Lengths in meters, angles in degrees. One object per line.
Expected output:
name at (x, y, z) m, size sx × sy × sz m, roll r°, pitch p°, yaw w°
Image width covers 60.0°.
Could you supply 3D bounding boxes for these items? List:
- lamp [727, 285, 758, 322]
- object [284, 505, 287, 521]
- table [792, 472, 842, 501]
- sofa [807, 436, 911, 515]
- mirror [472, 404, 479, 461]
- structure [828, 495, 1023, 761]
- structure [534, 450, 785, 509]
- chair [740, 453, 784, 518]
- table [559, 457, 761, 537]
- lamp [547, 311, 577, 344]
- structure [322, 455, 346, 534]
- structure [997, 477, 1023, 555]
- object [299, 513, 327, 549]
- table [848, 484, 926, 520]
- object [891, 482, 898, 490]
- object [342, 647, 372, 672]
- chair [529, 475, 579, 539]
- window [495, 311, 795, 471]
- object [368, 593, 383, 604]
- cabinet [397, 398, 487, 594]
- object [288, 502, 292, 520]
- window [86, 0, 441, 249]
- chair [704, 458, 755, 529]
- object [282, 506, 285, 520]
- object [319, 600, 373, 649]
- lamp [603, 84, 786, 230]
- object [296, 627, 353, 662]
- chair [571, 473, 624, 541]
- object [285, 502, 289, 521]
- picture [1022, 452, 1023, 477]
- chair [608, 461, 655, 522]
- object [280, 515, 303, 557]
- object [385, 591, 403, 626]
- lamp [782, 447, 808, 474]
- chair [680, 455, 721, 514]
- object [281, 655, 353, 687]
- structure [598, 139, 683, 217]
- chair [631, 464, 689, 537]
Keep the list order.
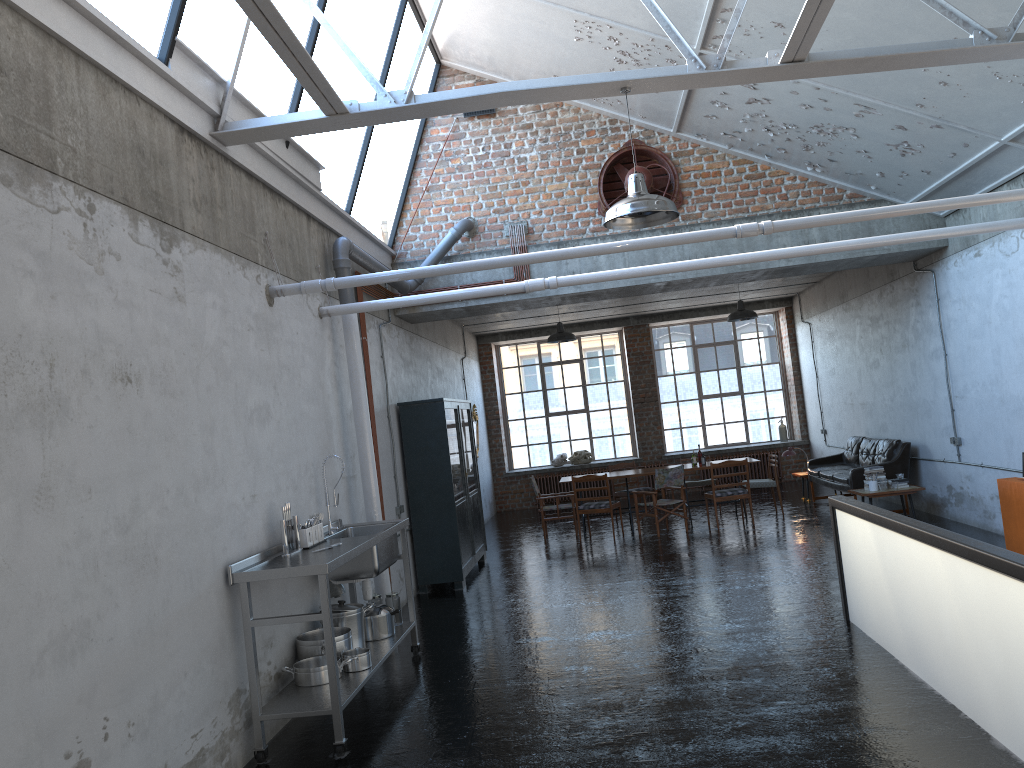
lamp at (3.688, -1.485, 14.394) m, size 0.502 × 0.891 × 0.502 m, roll -7°, pitch -3°, yaw 9°
object at (-1.599, 0.914, 6.260) m, size 0.019 × 0.114 × 0.027 m, roll -7°, pitch -3°, yaw 0°
table at (5.359, 1.751, 15.369) m, size 0.811 × 0.458 × 0.649 m, roll -7°, pitch -3°, yaw 5°
sofa at (5.293, 1.377, 13.653) m, size 0.929 × 1.045 × 2.610 m, roll -7°, pitch -3°, yaw 5°
mirror at (-0.699, 0.969, 16.650) m, size 0.172 × 1.182 × 1.339 m, roll -7°, pitch -3°, yaw 5°
structure at (2.483, 1.436, 4.564) m, size 0.119 × 1.221 × 5.500 m, roll -7°, pitch -3°, yaw 5°
structure at (3.104, 2.049, 18.997) m, size 5.349 × 0.713 × 0.232 m, roll -7°, pitch -3°, yaw 5°
chair at (3.974, 1.618, 14.103) m, size 0.577 × 0.971 × 0.589 m, roll -7°, pitch -3°, yaw 5°
table at (2.382, 1.831, 14.271) m, size 3.112 × 0.917 × 1.067 m, roll -7°, pitch -3°, yaw 5°
lamp at (0.772, -1.143, 14.653) m, size 0.502 × 0.891 × 0.502 m, roll -7°, pitch -3°, yaw 9°
structure at (-1.459, 0.907, 7.369) m, size 0.210 × 0.661 × 0.039 m, roll -7°, pitch -3°, yaw 5°
structure at (4.504, 1.255, 5.668) m, size 1.272 × 1.221 × 2.942 m, roll -7°, pitch -3°, yaw 5°
object at (-1.536, 1.103, 6.689) m, size 0.166 × 0.234 × 0.454 m, roll -7°, pitch -3°, yaw 7°
table at (5.036, 1.635, 11.891) m, size 0.811 × 0.458 × 0.649 m, roll -7°, pitch -3°, yaw 5°
object at (5.059, 1.348, 11.708) m, size 0.092 × 0.099 × 0.092 m, roll -6°, pitch -3°, yaw -17°
object at (-1.108, 1.968, 6.324) m, size 0.202 × 0.115 × 0.253 m, roll -8°, pitch -3°, yaw 32°
chair at (0.706, 1.971, 14.384) m, size 0.713 × 1.031 × 0.574 m, roll -7°, pitch -3°, yaw 5°
window at (7.347, 1.322, 19.797) m, size 19.864 × 12.900 × 0.747 m, roll -7°, pitch -3°, yaw 5°
object at (-1.172, 1.951, 7.658) m, size 0.130 × 0.285 × 0.130 m, roll -6°, pitch -3°, yaw -9°
cabinet at (-0.862, 1.374, 11.769) m, size 0.572 × 2.297 × 2.386 m, roll -7°, pitch -3°, yaw 5°
object at (-1.592, 0.908, 6.342) m, size 0.022 × 0.132 × 0.033 m, roll -7°, pitch -3°, yaw 1°
window at (-1.628, -3.045, 7.380) m, size 0.994 × 2.404 × 8.048 m, roll -7°, pitch -3°, yaw 5°
chair at (3.243, 1.650, 13.336) m, size 0.573 × 1.028 × 0.509 m, roll -6°, pitch -3°, yaw -5°
object at (-1.602, 0.913, 6.225) m, size 0.019 × 0.114 × 0.027 m, roll -7°, pitch -3°, yaw 0°
object at (-1.319, 1.889, 6.940) m, size 0.346 × 0.394 × 0.392 m, roll -8°, pitch -3°, yaw 29°
lamp at (1.894, -2.111, 7.972) m, size 0.945 × 2.025 × 5.320 m, roll -8°, pitch -3°, yaw 23°
object at (-1.374, 1.955, 6.531) m, size 0.403 × 0.231 × 0.505 m, roll -7°, pitch -3°, yaw 17°
chair at (1.322, 1.881, 13.623) m, size 0.573 × 1.028 × 0.509 m, roll -8°, pitch -3°, yaw 25°
object at (-1.596, 0.907, 6.299) m, size 0.022 × 0.132 × 0.033 m, roll -7°, pitch -3°, yaw 1°
picture at (5.362, 1.205, 8.923) m, size 0.135 × 0.994 × 0.889 m, roll -7°, pitch -3°, yaw 5°
chair at (2.097, 1.868, 15.331) m, size 0.573 × 1.028 × 0.509 m, roll -5°, pitch -3°, yaw -30°
object at (-1.574, 1.081, 6.312) m, size 0.067 × 0.260 × 0.322 m, roll -7°, pitch -3°, yaw 5°
object at (-1.021, 1.934, 7.644) m, size 0.130 × 0.285 × 0.130 m, roll -6°, pitch -3°, yaw -9°
lamp at (4.948, 1.327, 15.405) m, size 0.496 × 0.492 × 0.220 m, roll -6°, pitch -3°, yaw -3°
chair at (3.256, 1.756, 15.390) m, size 0.589 × 0.971 × 0.577 m, roll -7°, pitch -3°, yaw 5°
object at (-1.345, 1.986, 6.140) m, size 0.404 × 0.124 × 0.323 m, roll -8°, pitch -3°, yaw 32°
structure at (1.577, -2.529, 11.169) m, size 1.058 × 1.096 × 0.808 m, roll -7°, pitch -3°, yaw 5°
chair at (2.236, 1.749, 13.292) m, size 0.574 × 1.031 × 0.713 m, roll -5°, pitch -3°, yaw -25°
